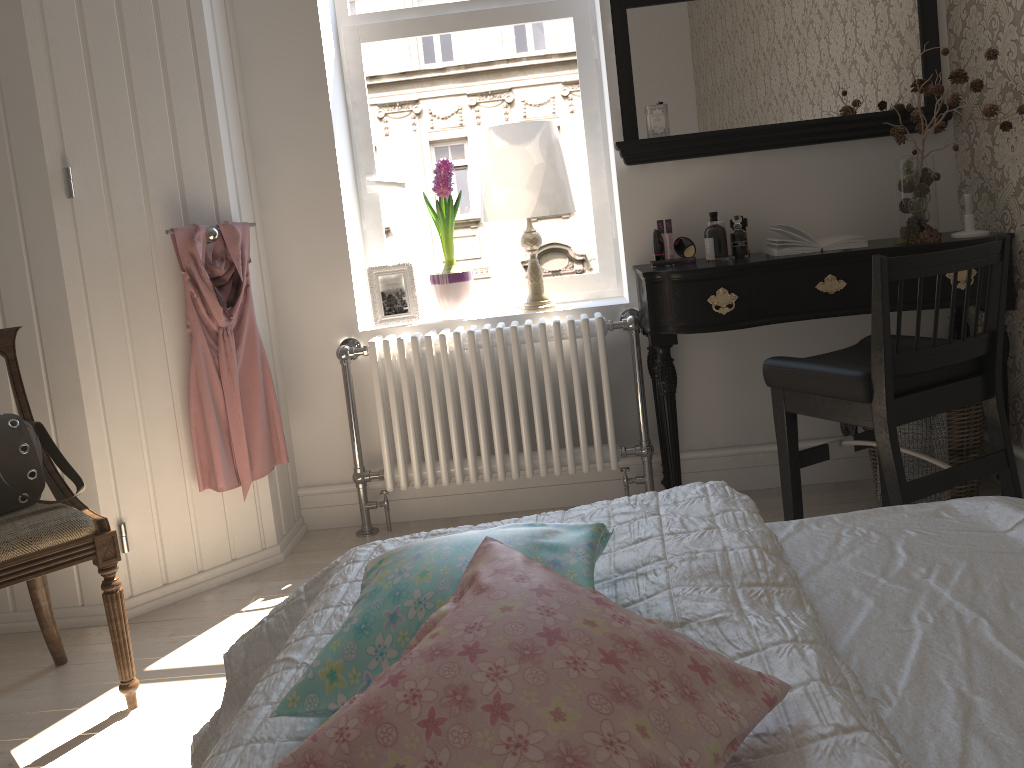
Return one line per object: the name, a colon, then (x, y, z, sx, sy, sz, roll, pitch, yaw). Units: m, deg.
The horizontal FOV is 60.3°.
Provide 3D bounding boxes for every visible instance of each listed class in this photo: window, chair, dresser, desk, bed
window: (-0.152, -1.154, 3.241, 0.948, 1.767, 0.111, -6, 5, 3)
chair: (0.977, 0.073, 2.261, 0.459, 0.853, 0.459, -10, 7, -26)
dresser: (-1.371, -0.628, 2.751, 1.024, 2.560, 0.708, -6, 5, 4)
chair: (-1.271, 0.349, 2.043, 0.525, 0.883, 0.538, -12, 9, -41)
desk: (0.996, -0.016, 2.822, 1.104, 0.816, 0.441, -6, 6, 3)
bed: (0.442, 0.486, 0.994, 2.209, 0.625, 1.980, -6, 10, 4)

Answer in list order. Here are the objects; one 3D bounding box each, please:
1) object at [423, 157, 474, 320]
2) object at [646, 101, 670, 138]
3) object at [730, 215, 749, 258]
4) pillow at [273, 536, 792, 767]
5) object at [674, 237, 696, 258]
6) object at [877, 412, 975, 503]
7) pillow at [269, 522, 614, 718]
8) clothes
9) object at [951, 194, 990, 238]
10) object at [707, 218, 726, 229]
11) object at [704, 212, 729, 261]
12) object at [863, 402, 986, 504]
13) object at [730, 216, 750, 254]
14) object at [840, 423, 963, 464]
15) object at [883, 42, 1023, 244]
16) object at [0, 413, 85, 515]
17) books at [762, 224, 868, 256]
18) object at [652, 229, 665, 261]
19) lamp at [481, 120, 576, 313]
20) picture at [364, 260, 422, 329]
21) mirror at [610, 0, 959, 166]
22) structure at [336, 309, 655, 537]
object: (-0.233, -0.521, 3.163, 0.156, 0.572, 0.158, -7, 6, -11)
object: (0.489, -0.884, 2.954, 0.072, 0.120, 0.037, -5, 6, 8)
object: (0.734, -0.477, 2.860, 0.054, 0.137, 0.055, -1, 8, 43)
pillow: (0.018, 0.306, 0.806, 0.353, 0.200, 0.399, 0, 12, 36)
object: (0.555, -0.441, 2.901, 0.080, 0.085, 0.083, 1, 11, 43)
object: (1.288, 0.166, 2.794, 0.290, 0.352, 0.353, 0, 10, 42)
pillow: (-0.055, 0.283, 1.087, 0.361, 0.167, 0.387, -5, 10, 8)
clothes: (-0.880, -0.070, 2.755, 0.092, 0.869, 0.333, -3, 7, 33)
object: (1.388, -0.512, 2.680, 0.104, 0.130, 0.106, -1, 9, 38)
object: (0.684, -0.483, 2.932, 0.058, 0.133, 0.057, -11, 7, -35)
object: (0.655, -0.475, 2.840, 0.070, 0.156, 0.071, -7, 6, -2)
object: (1.314, 0.145, 2.827, 0.393, 0.428, 0.398, -1, 9, 35)
object: (0.763, -0.496, 2.954, 0.058, 0.133, 0.057, -11, 7, -35)
object: (1.243, 0.147, 2.832, 0.367, 0.329, 0.307, -6, 8, 4)
object: (1.283, -0.706, 2.612, 0.319, 0.593, 0.545, -9, 8, -25)
object: (-1.226, 0.188, 2.024, 0.404, 0.246, 0.213, -14, 11, -41)
books: (0.961, -0.476, 2.830, 0.278, 0.095, 0.229, -5, 10, 5)
object: (0.485, -0.454, 2.920, 0.031, 0.119, 0.055, -2, 8, 42)
lamp: (0.059, -0.584, 3.122, 0.338, 0.647, 0.345, -5, 7, 16)
picture: (-0.422, -0.318, 3.146, 0.177, 0.224, 0.050, -9, 6, -17)
mirror: (0.878, -1.068, 2.914, 1.117, 0.567, 0.067, -6, 5, 3)
structure: (-0.050, 0.136, 3.024, 1.067, 0.676, 0.167, -6, 5, 3)
